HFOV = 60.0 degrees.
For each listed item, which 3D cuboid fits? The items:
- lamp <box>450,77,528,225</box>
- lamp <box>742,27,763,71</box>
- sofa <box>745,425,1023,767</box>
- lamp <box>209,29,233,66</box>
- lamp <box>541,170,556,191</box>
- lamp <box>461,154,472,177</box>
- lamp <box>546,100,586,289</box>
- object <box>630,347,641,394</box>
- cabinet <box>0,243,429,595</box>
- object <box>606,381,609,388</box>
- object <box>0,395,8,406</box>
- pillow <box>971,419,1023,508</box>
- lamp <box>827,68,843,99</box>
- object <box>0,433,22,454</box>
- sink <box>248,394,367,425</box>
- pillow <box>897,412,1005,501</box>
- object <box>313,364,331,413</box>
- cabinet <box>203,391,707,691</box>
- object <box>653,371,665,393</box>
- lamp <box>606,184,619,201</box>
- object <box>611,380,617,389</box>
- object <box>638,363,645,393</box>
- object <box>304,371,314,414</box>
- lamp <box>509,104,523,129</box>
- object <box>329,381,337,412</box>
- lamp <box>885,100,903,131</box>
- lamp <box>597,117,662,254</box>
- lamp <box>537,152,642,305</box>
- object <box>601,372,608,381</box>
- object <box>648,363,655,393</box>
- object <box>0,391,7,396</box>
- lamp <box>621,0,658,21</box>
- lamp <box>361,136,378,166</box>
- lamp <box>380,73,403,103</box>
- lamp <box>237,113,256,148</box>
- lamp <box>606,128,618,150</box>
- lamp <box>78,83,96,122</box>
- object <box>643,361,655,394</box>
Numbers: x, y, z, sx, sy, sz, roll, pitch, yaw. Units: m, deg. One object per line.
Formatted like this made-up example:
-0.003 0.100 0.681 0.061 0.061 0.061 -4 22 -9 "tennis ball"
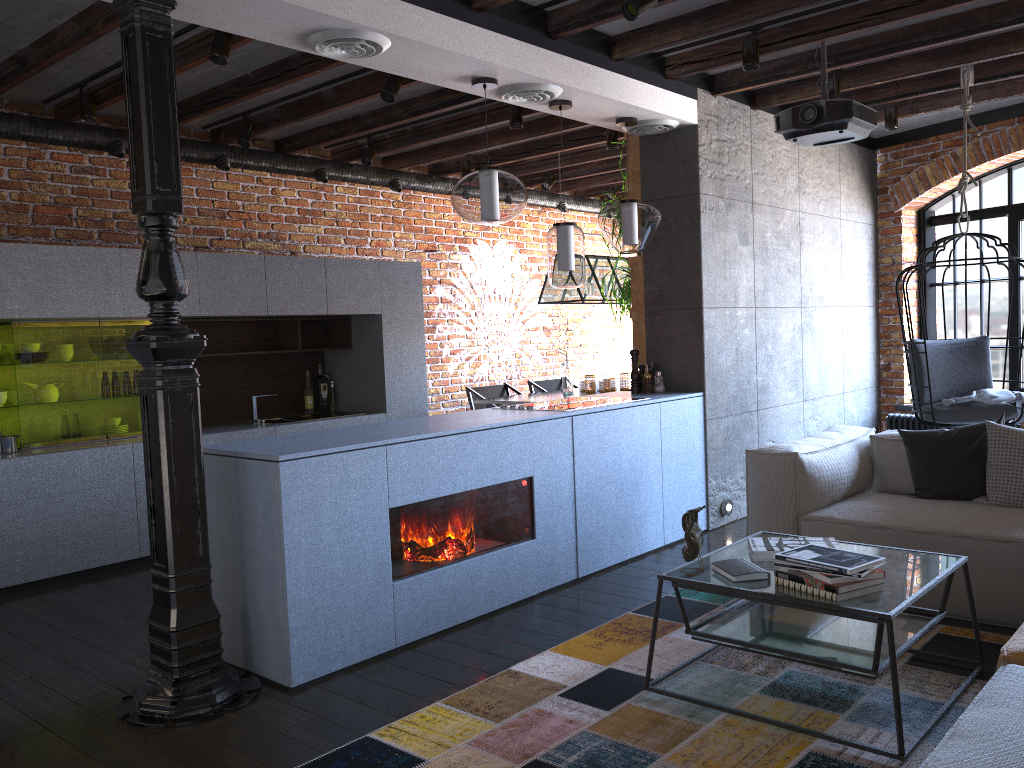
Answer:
-0.114 -1.080 4.150 0.364 0.665 0.364 -1 4 25 "lamp"
1.225 -1.692 4.486 0.119 0.184 0.082 0 4 38 "lamp"
1.627 0.676 2.940 2.536 0.698 3.299 0 4 41 "sofa"
-1.320 -1.552 4.017 0.091 0.203 0.119 -1 4 21 "lamp"
0.336 -1.841 8.011 0.093 0.201 0.162 0 4 35 "lamp"
-0.370 -1.776 7.251 0.083 0.189 0.123 -3 4 -14 "lamp"
0.269 -0.975 4.605 0.197 0.955 0.194 -4 4 -18 "lamp"
0.754 -0.084 5.429 0.061 0.283 0.061 -5 4 -34 "object"
-2.292 0.122 5.421 0.713 1.809 4.172 1 4 42 "cabinet"
0.797 0.011 7.463 0.060 0.073 0.060 -3 4 -17 "object"
-2.877 0.093 4.960 0.100 0.059 0.100 -5 4 -34 "object"
2.299 0.356 3.867 0.543 0.402 0.250 -1 4 24 "pillow"
1.906 -1.759 5.254 0.083 0.188 0.116 -2 3 5 "lamp"
-2.775 0.323 4.815 0.172 0.117 0.159 -3 3 -6 "object"
-1.472 0.197 6.257 0.381 0.287 0.827 1 4 42 "sink"
2.062 0.339 4.109 0.538 0.417 0.238 0 4 31 "pillow"
-1.426 0.031 6.701 0.095 0.369 0.109 1 5 42 "object"
-0.043 0.569 4.415 0.607 0.844 2.959 1 4 42 "cabinet"
0.894 -0.014 5.390 0.069 0.135 0.069 -1 4 22 "object"
0.992 -1.906 8.753 0.093 0.206 0.160 0 4 38 "lamp"
0.860 0.007 7.483 0.060 0.073 0.060 -2 3 4 "object"
0.804 -0.037 5.487 0.048 0.180 0.048 -2 4 2 "object"
-1.515 0.063 6.610 0.063 0.323 0.063 -2 4 0 "object"
0.023 -1.700 5.541 0.082 0.184 0.116 -2 3 2 "lamp"
-1.367 0.092 6.764 0.047 0.235 0.047 0 4 29 "object"
2.608 -1.834 6.049 0.121 0.184 0.082 0 4 35 "lamp"
0.661 -1.118 5.025 0.367 0.747 0.367 -2 3 5 "lamp"
0.734 -1.305 7.328 0.465 1.267 1.257 1 5 42 "lamp"
0.787 -0.065 7.506 0.060 0.073 0.060 -1 4 19 "object"
0.860 -0.038 5.456 0.048 0.180 0.048 -1 4 25 "object"
-2.878 0.073 4.959 0.100 0.059 0.100 -5 4 -34 "object"
0.533 -1.611 3.692 0.162 0.201 0.092 -4 4 -32 "lamp"
-1.038 -1.695 6.467 0.093 0.210 0.148 0 4 29 "lamp"
-0.644 -1.617 4.768 0.093 0.210 0.145 0 4 34 "lamp"
-1.708 -1.627 5.715 0.092 0.209 0.139 -1 4 26 "lamp"
0.712 -1.771 6.314 0.082 0.184 0.113 -2 3 8 "lamp"
-2.385 -1.570 4.960 0.082 0.184 0.110 -2 4 13 "lamp"
0.833 -0.039 5.377 0.081 0.192 0.058 -3 4 -7 "object"
